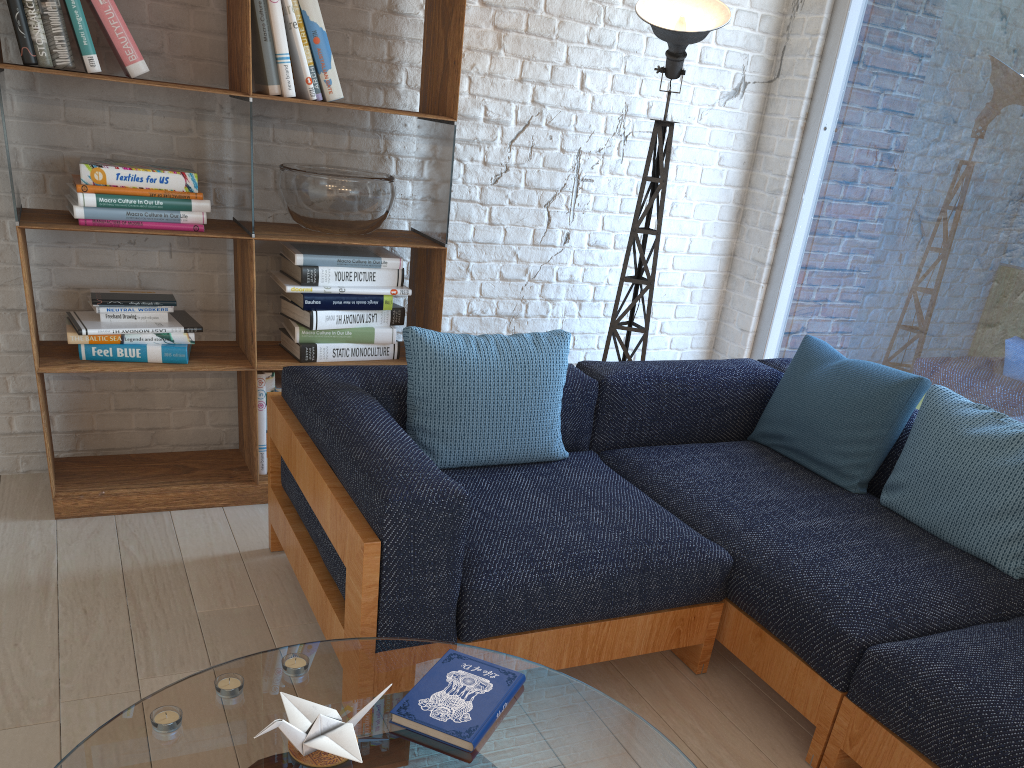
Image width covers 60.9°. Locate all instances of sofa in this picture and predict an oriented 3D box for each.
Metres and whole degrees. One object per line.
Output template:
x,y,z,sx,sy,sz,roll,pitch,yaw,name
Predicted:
0.998,0.795,1.621,2.068,0.705,3.726,-2,20,-27,sofa

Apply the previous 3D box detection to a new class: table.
-0.067,0.962,1.050,1.075,0.476,1.720,0,19,-21,table

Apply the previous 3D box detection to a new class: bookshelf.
-0.877,-0.676,2.831,1.310,2.340,0.343,-4,26,-24,bookshelf

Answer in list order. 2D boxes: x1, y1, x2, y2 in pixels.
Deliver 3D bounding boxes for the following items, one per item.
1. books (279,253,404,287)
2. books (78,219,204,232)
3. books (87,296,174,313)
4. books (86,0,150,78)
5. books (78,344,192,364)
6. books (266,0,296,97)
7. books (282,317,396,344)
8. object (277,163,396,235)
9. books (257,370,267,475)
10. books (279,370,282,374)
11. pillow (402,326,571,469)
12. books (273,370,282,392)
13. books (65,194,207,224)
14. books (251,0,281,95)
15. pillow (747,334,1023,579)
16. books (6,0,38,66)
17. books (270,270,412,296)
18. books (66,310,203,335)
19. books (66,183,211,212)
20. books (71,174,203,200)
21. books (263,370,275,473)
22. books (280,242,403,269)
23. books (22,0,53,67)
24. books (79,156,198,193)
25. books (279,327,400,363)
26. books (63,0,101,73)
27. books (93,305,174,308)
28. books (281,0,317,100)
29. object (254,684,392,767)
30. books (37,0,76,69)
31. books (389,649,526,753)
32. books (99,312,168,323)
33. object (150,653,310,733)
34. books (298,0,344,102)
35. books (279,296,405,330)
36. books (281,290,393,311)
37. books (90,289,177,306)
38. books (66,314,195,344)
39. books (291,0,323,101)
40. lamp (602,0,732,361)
-0.610,-0.409,3.124,0.376,0.069,0.231,-4,21,-31,books
-1.186,-0.526,2.776,0.354,0.022,0.256,-2,19,-26,books
-1.269,-0.266,2.899,0.234,0.020,0.162,-4,21,-32,books
-1.176,-1.073,2.527,0.194,0.339,0.240,-5,25,-25,books
-1.260,-0.136,2.937,0.326,0.059,0.239,2,19,-17,books
-0.744,-1.102,2.687,0.103,0.408,0.230,-6,26,-26,books
-0.639,-0.213,3.207,0.361,0.059,0.266,-1,19,-24,books
-0.607,-0.633,3.021,0.400,0.215,0.379,12,20,13,object
-0.948,0.114,3.213,0.036,0.408,0.230,-6,26,-26,books
-0.826,0.135,3.285,0.055,0.350,0.240,-6,25,-26,books
-0.068,0.040,2.617,0.552,0.435,0.210,-3,25,-26,pillow
-0.879,0.136,3.266,0.057,0.351,0.240,-6,25,-26,books
-1.188,-0.551,2.754,0.376,0.039,0.231,-3,20,-30,books
-0.788,-1.109,2.689,0.101,0.408,0.230,-6,26,-26,books
1.195,0.180,2.712,0.241,0.425,1.044,-6,22,-27,pillow
-1.378,-1.094,2.397,0.091,0.409,0.230,-6,26,-26,books
-0.615,-0.362,3.125,0.442,0.022,0.256,-1,19,-26,books
-1.255,-0.206,2.901,0.376,0.019,0.232,-4,21,-33,books
-1.171,-0.585,2.737,0.376,0.039,0.231,-4,21,-32,books
-1.179,-0.619,2.739,0.353,0.022,0.257,-2,20,-27,books
-0.922,0.108,3.241,0.036,0.408,0.230,-6,26,-26,books
-0.607,-0.456,3.096,0.378,0.039,0.230,-1,19,-26,books
-1.348,-1.098,2.419,0.091,0.409,0.230,-6,26,-26,books
-1.166,-0.655,2.724,0.325,0.059,0.240,-1,19,-24,books
-0.637,-0.149,3.218,0.376,0.069,0.231,-4,21,-31,books
-1.246,-1.094,2.456,0.120,0.405,0.230,-6,26,-26,books
-1.258,-0.277,2.890,0.241,0.009,0.147,-1,19,-26,books
-0.702,-1.090,2.725,0.124,0.371,0.256,-6,25,-26,books
-0.302,0.550,1.426,0.187,0.097,0.182,6,19,-2,object
-1.312,-1.080,2.467,0.102,0.355,0.240,-6,25,-26,books
-0.093,0.567,1.578,0.160,0.024,0.220,14,19,20,books
-1.264,-0.238,2.907,0.205,0.036,0.125,-2,20,-26,books
-0.490,0.531,1.526,0.066,0.029,0.294,23,23,39,object
-0.638,-1.081,2.754,0.157,0.350,0.240,-5,25,-26,books
-0.616,-0.266,3.172,0.373,0.069,0.233,-7,23,-38,books
-0.629,-0.321,3.125,0.324,0.059,0.241,-4,21,-31,books
-1.249,-0.285,2.875,0.251,0.018,0.153,-1,19,-26,books
-1.277,-0.183,2.914,0.378,0.039,0.230,-1,19,-26,books
-0.687,-1.093,2.741,0.124,0.371,0.256,-6,25,-26,books
0.720,-0.430,3.329,0.844,1.961,0.487,22,28,31,lamp
